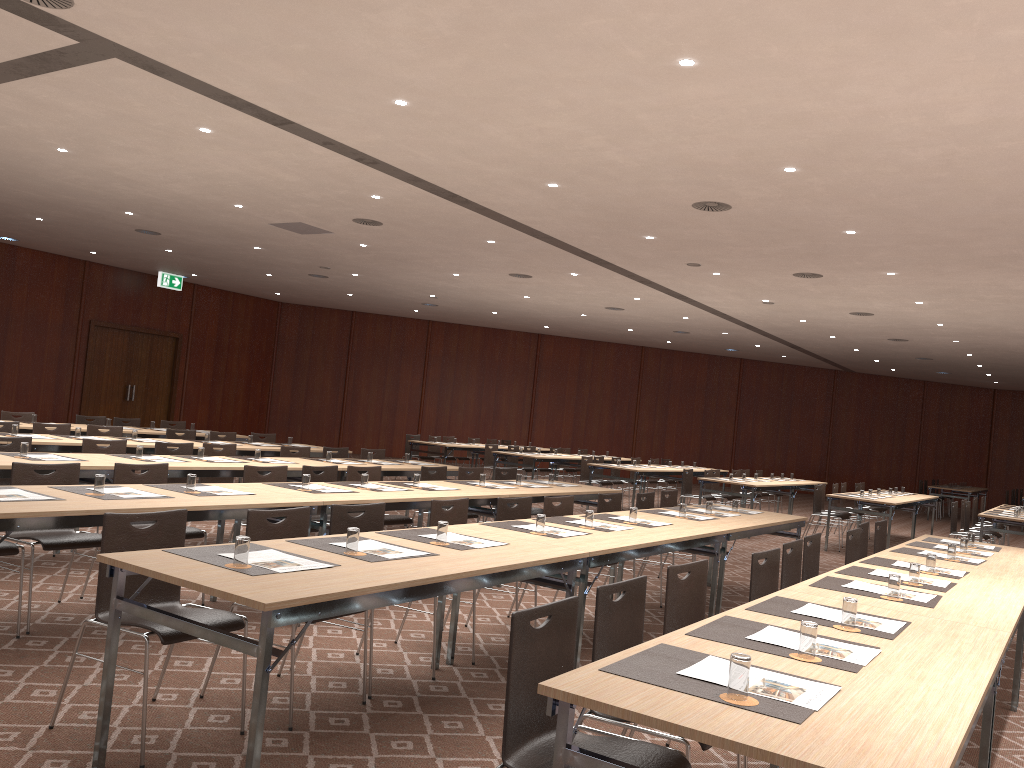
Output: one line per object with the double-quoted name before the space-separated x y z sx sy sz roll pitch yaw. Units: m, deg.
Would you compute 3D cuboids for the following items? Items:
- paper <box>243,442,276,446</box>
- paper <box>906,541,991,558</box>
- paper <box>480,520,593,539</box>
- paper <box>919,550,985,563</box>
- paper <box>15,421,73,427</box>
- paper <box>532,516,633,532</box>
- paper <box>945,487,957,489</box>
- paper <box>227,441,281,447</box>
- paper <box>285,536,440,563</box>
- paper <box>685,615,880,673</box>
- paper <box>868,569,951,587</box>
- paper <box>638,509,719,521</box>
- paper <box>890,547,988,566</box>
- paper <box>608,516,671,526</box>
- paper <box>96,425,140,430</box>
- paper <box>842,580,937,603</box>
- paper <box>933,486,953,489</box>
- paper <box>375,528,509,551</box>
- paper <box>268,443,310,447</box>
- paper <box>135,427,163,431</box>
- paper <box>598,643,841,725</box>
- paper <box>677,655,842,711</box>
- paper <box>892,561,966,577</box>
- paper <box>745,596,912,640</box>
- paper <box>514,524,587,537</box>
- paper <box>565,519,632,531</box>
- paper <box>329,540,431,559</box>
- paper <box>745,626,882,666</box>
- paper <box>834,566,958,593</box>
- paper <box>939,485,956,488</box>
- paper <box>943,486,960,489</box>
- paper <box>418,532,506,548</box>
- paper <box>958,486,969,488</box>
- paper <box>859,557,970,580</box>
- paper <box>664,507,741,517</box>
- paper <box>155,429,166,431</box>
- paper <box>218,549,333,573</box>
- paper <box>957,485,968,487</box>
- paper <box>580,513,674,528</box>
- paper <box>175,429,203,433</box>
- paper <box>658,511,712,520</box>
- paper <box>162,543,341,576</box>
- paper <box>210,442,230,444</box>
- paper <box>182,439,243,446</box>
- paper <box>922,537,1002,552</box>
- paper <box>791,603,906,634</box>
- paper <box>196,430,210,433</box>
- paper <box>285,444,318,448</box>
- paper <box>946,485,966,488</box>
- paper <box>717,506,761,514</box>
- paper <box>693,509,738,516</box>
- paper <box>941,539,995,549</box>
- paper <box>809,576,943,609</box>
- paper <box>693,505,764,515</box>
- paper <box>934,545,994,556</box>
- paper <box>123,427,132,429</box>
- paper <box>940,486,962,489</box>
"paper" -3.199 0.768 11.311 0.398 0.006 0.284 5 -2 30
"paper" 3.416 1.288 6.918 0.565 0.003 0.460 4 -2 35
"paper" 0.151 0.909 5.561 0.565 0.003 0.460 5 -2 32
"paper" 3.141 1.236 6.346 0.398 0.006 0.284 4 -3 37
"paper" -5.818 0.496 11.010 0.565 0.003 0.460 4 -2 33
"paper" 0.491 0.963 6.113 0.565 0.003 0.460 5 -2 30
"paper" 10.765 2.558 21.882 0.398 0.006 0.284 4 -2 35
"paper" -3.249 0.766 11.268 0.565 0.003 0.460 5 -2 32
"paper" -0.703 0.773 4.185 0.565 0.003 0.460 4 -2 36
"paper" 0.956 0.904 3.116 0.565 0.003 0.460 5 -2 31
"paper" 2.256 1.099 5.032 0.398 0.006 0.284 5 -2 33
"paper" 1.399 1.103 7.466 0.565 0.003 0.460 4 -2 34
"paper" 3.053 1.231 6.348 0.565 0.003 0.460 4 -2 36
"paper" 0.960 1.025 6.648 0.398 0.006 0.284 4 -2 34
"paper" -5.294 0.577 11.808 0.565 0.003 0.460 5 -2 32
"paper" 1.901 1.044 4.472 0.398 0.006 0.284 4 -2 35
"paper" 10.703 2.555 21.846 0.565 0.003 0.460 4 -2 35
"paper" -0.368 0.827 4.753 0.565 0.003 0.460 5 -2 32
"paper" -2.928 0.817 11.803 0.565 0.003 0.460 5 -2 32
"paper" -4.917 0.635 12.360 0.565 0.003 0.460 4 -2 33
"paper" 0.604 0.848 2.555 0.565 0.003 0.460 5 -2 33
"paper" 0.713 0.855 2.557 0.398 0.006 0.284 4 -2 33
"paper" 2.606 1.153 5.545 0.398 0.006 0.284 5 -2 31
"paper" 1.312 0.959 3.667 0.565 0.003 0.460 5 -2 33
"paper" 0.236 0.913 5.545 0.398 0.006 0.284 4 -2 36
"paper" 0.606 0.970 6.110 0.398 0.006 0.284 5 -2 32
"paper" -0.626 0.777 4.189 0.398 0.006 0.284 4 -2 35
"paper" 1.054 0.909 3.098 0.398 0.006 0.284 4 -2 33
"paper" 2.161 1.092 4.986 0.565 0.003 0.460 4 -2 34
"paper" 11.394 2.664 22.959 0.565 0.003 0.460 4 -2 34
"paper" 11.120 2.613 22.415 0.398 0.006 0.284 5 -2 32
"paper" -0.264 0.834 4.748 0.398 0.006 0.284 4 -2 33
"paper" 12.012 2.751 23.763 0.398 0.006 0.284 5 -2 32
"paper" 2.522 1.149 5.555 0.565 0.003 0.460 4 -2 35
"paper" 1.716 1.154 8.011 0.565 0.003 0.460 4 -2 34
"paper" -4.847 0.638 12.354 0.398 0.006 0.284 5 -2 32
"paper" -0.969 0.723 3.639 0.398 0.006 0.284 4 -2 36
"paper" 12.623 2.857 24.880 0.565 0.003 0.460 5 -2 32
"paper" 0.856 1.018 6.620 0.565 0.003 0.460 5 -2 31
"paper" -4.593 0.687 12.888 0.565 0.003 0.460 4 -2 34
"paper" 1.467 1.106 7.472 0.398 0.006 0.284 4 -2 34
"paper" -1.071 0.717 3.656 0.565 0.003 0.460 4 -2 34
"paper" -3.512 0.716 10.732 0.398 0.006 0.284 5 -2 31
"paper" -3.625 0.709 10.734 0.565 0.003 0.460 4 -2 36
"paper" 3.768 1.341 7.424 0.565 0.003 0.460 5 -2 32
"paper" 1.388 0.963 3.656 0.398 0.006 0.284 4 -2 34
"paper" -4.511 0.693 12.937 0.398 0.006 0.284 4 -2 34
"paper" -2.829 0.824 11.818 0.398 0.006 0.284 4 -2 34
"paper" 11.925 2.746 23.759 0.565 0.003 0.460 4 -2 34
"paper" 2.182 1.217 8.562 0.398 0.006 0.284 5 -2 30
"paper" 1.831 1.162 8.025 0.398 0.006 0.284 4 -2 34
"paper" 3.831 1.345 7.459 0.398 0.006 0.284 5 -2 32
"paper" 1.831 1.040 4.455 0.565 0.003 0.460 5 -2 31
"paper" 2.091 1.211 8.559 0.565 0.003 0.460 5 -2 32
"paper" 3.509 1.292 6.893 0.398 0.006 0.284 4 -2 34
"paper" -5.204 0.583 11.818 0.398 0.006 0.284 5 -2 31
"paper" 11.045 2.609 22.404 0.565 0.003 0.460 4 -2 35
